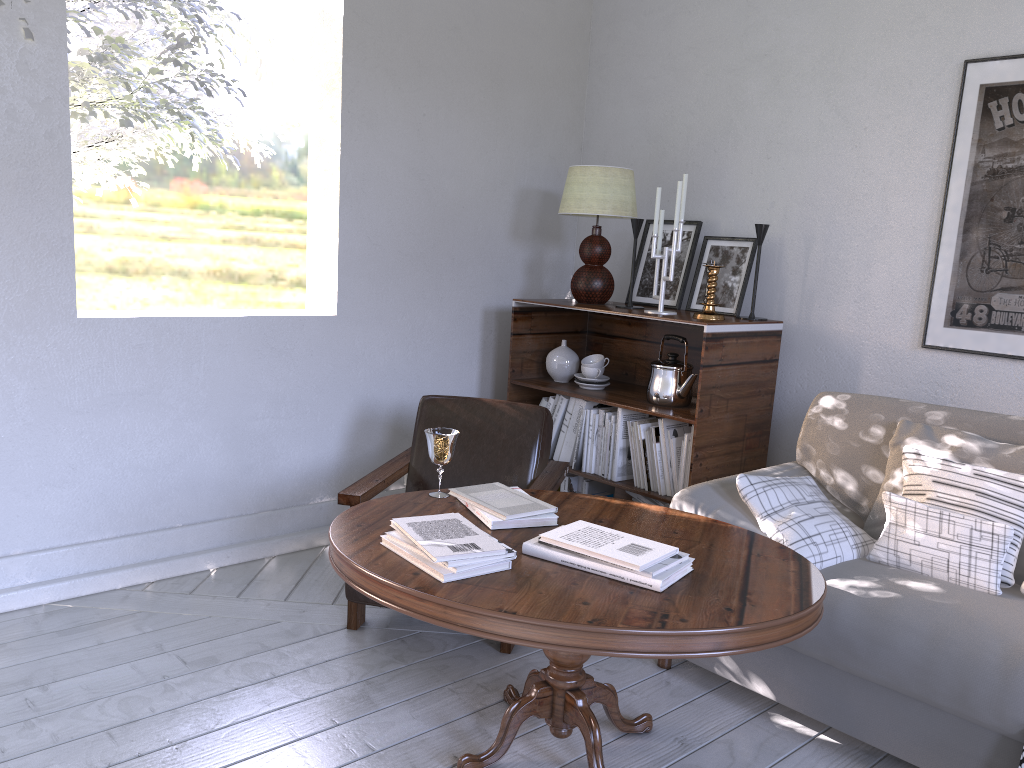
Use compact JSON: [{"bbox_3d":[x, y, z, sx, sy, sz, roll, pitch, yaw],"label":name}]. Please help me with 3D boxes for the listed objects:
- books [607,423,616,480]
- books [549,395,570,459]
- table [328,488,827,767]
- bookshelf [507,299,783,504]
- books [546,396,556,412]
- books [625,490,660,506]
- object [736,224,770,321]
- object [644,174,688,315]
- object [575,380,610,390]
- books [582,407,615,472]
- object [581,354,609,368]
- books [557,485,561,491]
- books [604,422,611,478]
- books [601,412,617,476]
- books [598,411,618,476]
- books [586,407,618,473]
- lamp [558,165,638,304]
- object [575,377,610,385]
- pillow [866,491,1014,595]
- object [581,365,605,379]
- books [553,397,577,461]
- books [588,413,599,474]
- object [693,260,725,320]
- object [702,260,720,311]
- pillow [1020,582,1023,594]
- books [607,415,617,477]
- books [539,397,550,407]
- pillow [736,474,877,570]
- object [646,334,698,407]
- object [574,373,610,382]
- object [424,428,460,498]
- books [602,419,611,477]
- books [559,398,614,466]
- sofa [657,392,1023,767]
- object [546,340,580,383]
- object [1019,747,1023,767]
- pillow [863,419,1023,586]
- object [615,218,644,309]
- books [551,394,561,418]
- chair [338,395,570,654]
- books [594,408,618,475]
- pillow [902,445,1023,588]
[{"bbox_3d":[0.355,0.209,2.823,0.115,0.185,0.009,-5,14,-37],"label":"books"},{"bbox_3d":[0.199,0.142,3.031,0.172,0.237,0.111,-6,14,-42],"label":"books"},{"bbox_3d":[0.096,0.521,1.753,0.949,0.435,0.733,6,10,16],"label":"table"},{"bbox_3d":[0.395,0.152,2.955,0.400,0.806,0.793,-7,14,-43],"label":"bookshelf"},{"bbox_3d":[0.162,0.140,3.081,0.161,0.220,0.100,-6,14,-42],"label":"books"},{"bbox_3d":[0.493,0.373,2.816,0.156,0.022,0.291,1,9,-18],"label":"books"},{"bbox_3d":[0.746,-0.339,2.701,0.095,0.291,0.094,-1,12,-20],"label":"object"},{"bbox_3d":[0.473,-0.427,2.706,0.100,0.427,0.101,10,13,29],"label":"object"},{"bbox_3d":[0.272,0.003,3.005,0.121,0.021,0.120,4,9,6],"label":"object"},{"bbox_3d":[0.287,0.181,2.903,0.131,0.208,0.011,-5,14,-37],"label":"books"},{"bbox_3d":[0.274,-0.065,2.992,0.078,0.068,0.082,-2,11,-28],"label":"object"},{"bbox_3d":[0.166,0.420,3.098,0.136,0.201,0.108,-6,14,-42],"label":"books"},{"bbox_3d":[0.345,0.207,2.838,0.115,0.183,0.009,-5,14,-37],"label":"books"},{"bbox_3d":[0.345,0.191,2.862,0.131,0.208,0.011,-5,14,-37],"label":"books"},{"bbox_3d":[0.338,0.189,2.871,0.131,0.208,0.011,-5,14,-37],"label":"books"},{"bbox_3d":[0.300,0.182,2.899,0.131,0.208,0.011,-5,14,-37],"label":"books"},{"bbox_3d":[0.284,-0.496,2.989,0.266,0.450,0.266,8,11,21],"label":"lamp"},{"bbox_3d":[0.272,-0.006,3.003,0.121,0.021,0.120,4,9,6],"label":"object"},{"bbox_3d":[0.910,0.337,1.889,0.282,0.168,0.070,13,14,43],"label":"pillow"},{"bbox_3d":[0.272,-0.037,2.998,0.079,0.050,0.082,7,10,19],"label":"object"},{"bbox_3d":[0.238,0.146,3.005,0.172,0.241,0.092,-6,14,-42],"label":"books"},{"bbox_3d":[0.308,0.189,2.890,0.125,0.197,0.015,-5,14,-37],"label":"books"},{"bbox_3d":[0.591,-0.280,2.625,0.096,0.173,0.095,-1,12,-24],"label":"object"},{"bbox_3d":[0.603,-0.294,2.717,0.062,0.173,0.062,8,12,23],"label":"object"},{"bbox_3d":[1.250,0.295,1.652,0.219,0.388,0.450,-6,14,-41],"label":"pillow"},{"bbox_3d":[0.355,0.197,2.831,0.114,0.206,0.008,-5,14,-37],"label":"books"},{"bbox_3d":[0.129,0.139,3.108,0.161,0.211,0.126,-6,14,-42],"label":"books"},{"bbox_3d":[0.676,0.318,2.044,0.310,0.207,0.213,-4,12,-36],"label":"pillow"},{"bbox_3d":[0.516,-0.039,2.747,0.190,0.225,0.142,11,13,36],"label":"object"},{"bbox_3d":[0.271,-0.016,3.004,0.121,0.024,0.120,-4,11,-38],"label":"object"},{"bbox_3d":[-0.159,0.177,1.968,0.075,0.150,0.076,13,14,41],"label":"object"},{"bbox_3d":[0.344,0.202,2.849,0.120,0.190,0.012,-5,14,-37],"label":"books"},{"bbox_3d":[0.262,0.153,2.970,0.174,0.244,0.104,-6,14,-42],"label":"books"},{"bbox_3d":[1.232,0.482,1.682,0.766,0.687,1.849,-6,13,-43],"label":"sofa"},{"bbox_3d":[0.178,-0.080,3.099,0.122,0.148,0.111,13,14,43],"label":"object"},{"bbox_3d":[0.816,0.664,1.380,1.502,0.398,0.491,1,10,-13],"label":"object"},{"bbox_3d":[1.046,0.271,1.972,0.151,0.316,0.486,-6,14,-42],"label":"pillow"},{"bbox_3d":[0.395,-0.389,2.882,0.095,0.291,0.094,-1,12,-20],"label":"object"},{"bbox_3d":[0.179,0.138,3.056,0.152,0.234,0.103,-6,14,-42],"label":"books"},{"bbox_3d":[-0.145,0.345,2.409,0.496,0.558,0.699,6,10,12],"label":"chair"},{"bbox_3d":[0.328,0.184,2.883,0.129,0.213,0.020,-5,14,-37],"label":"books"},{"bbox_3d":[0.969,0.295,1.934,0.129,0.271,0.308,-5,13,-39],"label":"pillow"}]
